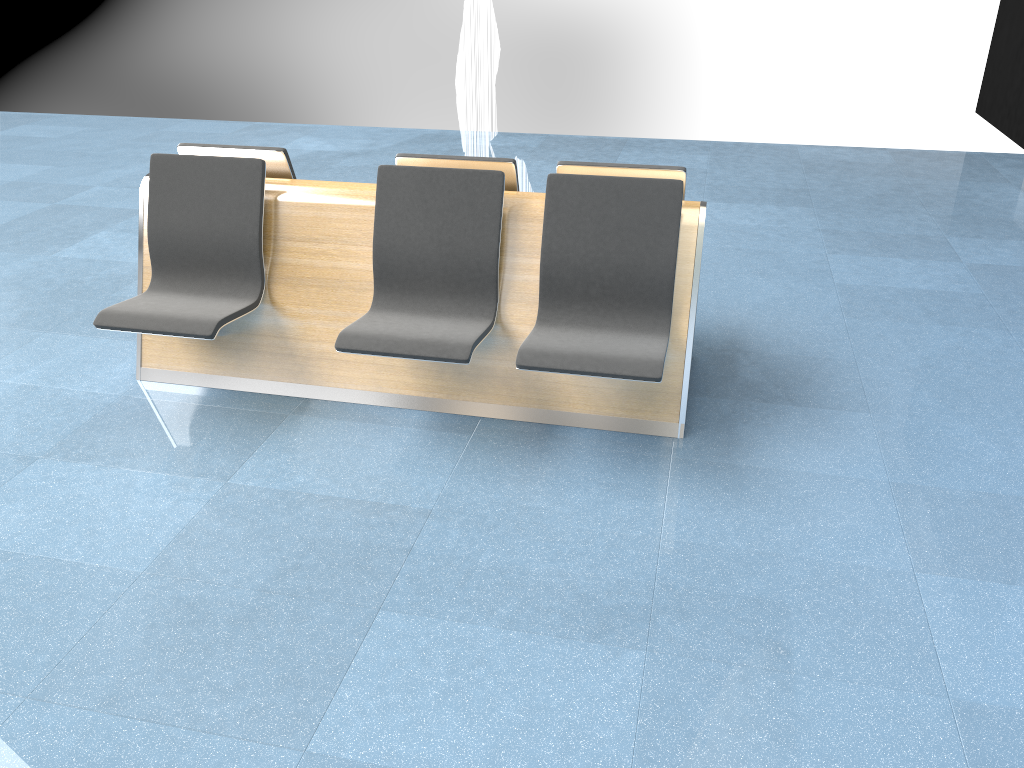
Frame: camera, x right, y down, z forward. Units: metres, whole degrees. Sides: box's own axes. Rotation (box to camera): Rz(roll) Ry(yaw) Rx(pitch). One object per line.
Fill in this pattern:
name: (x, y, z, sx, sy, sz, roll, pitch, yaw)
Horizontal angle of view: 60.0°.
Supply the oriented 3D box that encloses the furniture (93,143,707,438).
furniture: (-0.397, -0.469, 3.632, 2.281, 0.896, 1.301, 6, 28, 11)
